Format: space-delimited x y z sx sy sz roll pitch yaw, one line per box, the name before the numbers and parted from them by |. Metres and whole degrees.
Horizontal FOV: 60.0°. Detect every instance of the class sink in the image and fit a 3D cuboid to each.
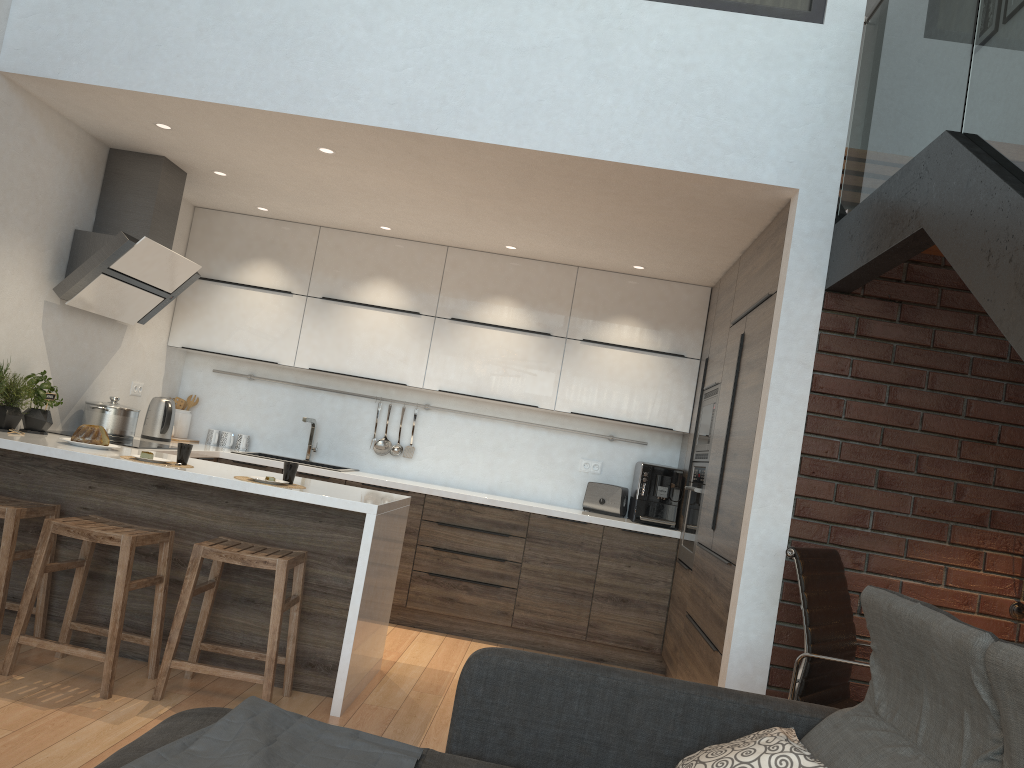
sink | -1.382 0.473 5.743 0.706 0.518 0.512 9 -4 4

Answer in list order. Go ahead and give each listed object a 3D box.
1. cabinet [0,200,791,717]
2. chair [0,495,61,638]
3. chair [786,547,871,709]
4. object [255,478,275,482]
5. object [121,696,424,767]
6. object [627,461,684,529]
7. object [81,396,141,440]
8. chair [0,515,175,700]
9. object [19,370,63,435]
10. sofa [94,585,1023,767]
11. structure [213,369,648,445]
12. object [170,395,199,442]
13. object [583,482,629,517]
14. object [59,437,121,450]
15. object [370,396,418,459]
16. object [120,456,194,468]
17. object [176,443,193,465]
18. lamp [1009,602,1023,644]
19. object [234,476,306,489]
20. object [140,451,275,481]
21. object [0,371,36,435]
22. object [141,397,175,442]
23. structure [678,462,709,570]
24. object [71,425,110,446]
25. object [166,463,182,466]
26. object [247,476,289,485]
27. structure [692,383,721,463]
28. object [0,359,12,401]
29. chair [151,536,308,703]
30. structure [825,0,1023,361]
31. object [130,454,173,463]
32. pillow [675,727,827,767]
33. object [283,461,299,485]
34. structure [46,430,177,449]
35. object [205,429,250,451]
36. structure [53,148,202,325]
cabinet | -0.644 0.208 4.824 3.495 2.401 2.401 9 -4 4
chair | -2.192 0.774 3.670 0.450 0.600 0.350 9 -4 4
chair | 1.267 1.122 3.087 0.700 0.991 0.651 6 -5 38
object | -1.021 0.405 3.698 0.126 0.012 0.025 8 -5 23
object | -0.505 0.932 1.796 0.548 0.369 0.685 9 -4 12
object | 0.913 0.698 5.621 0.274 0.378 0.532 9 -4 4
object | -2.239 0.181 4.951 0.288 0.223 0.315 6 -6 45
chair | -1.642 0.856 3.510 0.450 0.600 0.350 9 -4 9
object | -2.315 0.084 4.333 0.179 0.311 0.172 9 -4 15
sofa | -0.196 0.704 0.777 2.108 0.995 3.169 9 -4 4
structure | -0.576 0.155 6.001 3.000 0.045 0.050 9 -4 4
object | -2.229 0.214 5.928 0.221 0.316 0.330 9 -4 4
object | 0.613 0.750 5.783 0.260 0.195 0.177 8 -5 24
object | -1.932 0.277 4.060 0.261 0.021 0.261 10 -4 -2
object | -0.794 0.301 5.993 0.320 0.389 0.069 9 -4 5
object | -1.542 0.339 3.858 0.305 0.002 0.305 12 -5 -27
object | -1.453 0.311 3.922 0.066 0.093 0.066 6 -5 39
lamp | 2.003 0.725 2.957 0.462 2.003 1.054 11 -4 -12
object | -1.034 0.421 3.792 0.304 0.002 0.304 7 -5 36
object | -1.296 0.352 3.777 0.597 0.039 0.064 10 -4 0
object | -2.335 0.081 4.138 0.221 0.283 0.211 8 -4 17
object | -2.187 0.213 5.499 0.179 0.270 0.220 10 -4 -9
structure | 1.217 0.757 4.957 0.495 0.570 0.595 9 -4 4
object | -1.936 0.237 4.075 0.155 0.101 0.161 10 -4 0
object | -1.449 0.344 3.798 0.025 0.011 0.126 9 -4 8
object | -1.032 0.410 3.750 0.176 0.014 0.176 9 -4 8
structure | 1.320 0.268 4.992 0.459 0.430 0.595 9 -4 4
object | -2.342 0.021 3.924 0.186 0.367 0.196 9 -4 4
chair | -1.092 0.954 3.550 0.450 0.600 0.350 10 -4 1
structure | 1.728 0.112 2.122 1.289 3.460 5.660 9 -4 4
object | -1.556 0.325 3.822 0.176 0.014 0.176 10 -4 -6
pillow | 0.412 0.753 0.846 0.386 0.364 2.734 9 -4 8
object | -0.968 0.388 3.858 0.066 0.093 0.066 11 -5 -23
structure | -2.140 0.304 4.799 0.550 0.006 0.609 9 -4 4
object | -1.930 0.379 6.019 0.297 0.105 0.112 9 -4 6
structure | -2.031 -0.844 4.893 0.407 0.998 0.898 9 -4 4
